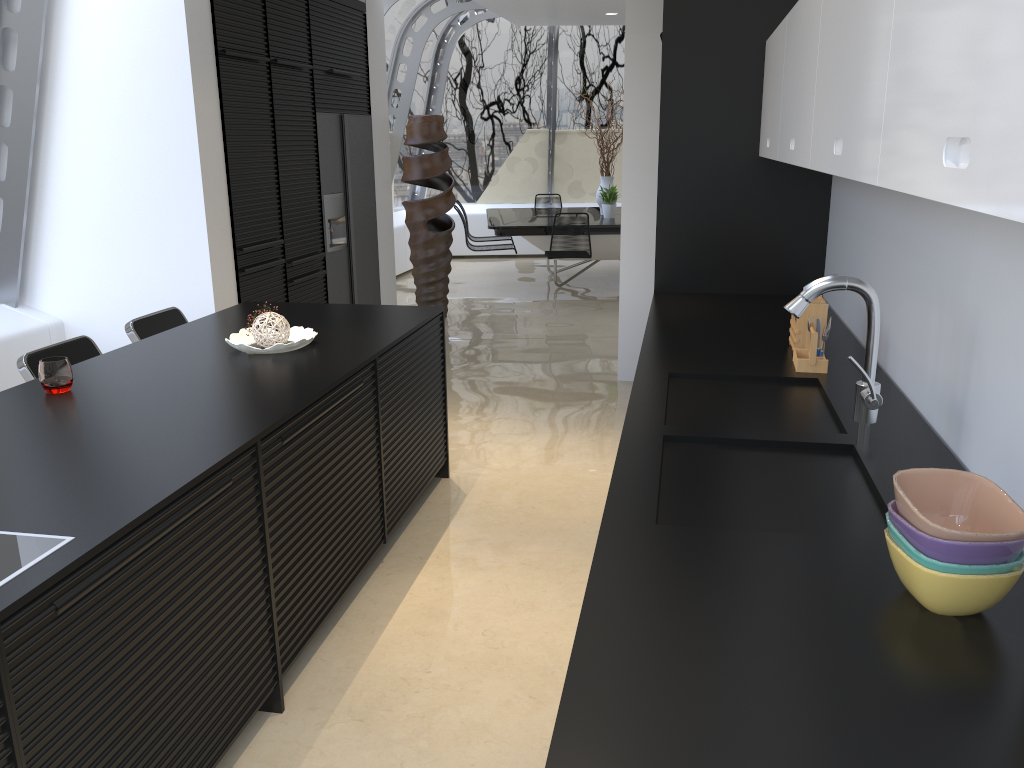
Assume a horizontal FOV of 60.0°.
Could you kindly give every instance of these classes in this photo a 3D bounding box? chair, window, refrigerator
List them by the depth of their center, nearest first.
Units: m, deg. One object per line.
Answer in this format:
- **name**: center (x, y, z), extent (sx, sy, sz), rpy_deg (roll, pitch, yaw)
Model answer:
- **chair**: center (-1.588, 0.263, 3.540), extent (0.460, 0.857, 0.418), rpy_deg (3, 16, 12)
- **chair**: center (-1.453, 0.092, 4.155), extent (0.460, 0.857, 0.418), rpy_deg (3, 16, 12)
- **window**: center (4.159, -1.404, 5.580), extent (16.171, 3.674, 16.693), rpy_deg (0, 15, 4)
- **refrigerator**: center (-1.302, -1.134, 6.722), extent (0.234, 1.742, 1.006), rpy_deg (2, 16, 11)
- **chair**: center (0.579, -1.518, 9.074), extent (0.446, 0.519, 0.688), rpy_deg (-1, 15, -2)
- **chair**: center (-0.294, -1.721, 9.846), extent (0.688, 0.519, 0.446), rpy_deg (-1, 15, -2)
- **chair**: center (-0.327, -1.966, 10.738), extent (0.688, 0.519, 0.446), rpy_deg (-1, 15, -2)
- **chair**: center (0.490, -2.184, 11.499), extent (0.446, 0.519, 0.688), rpy_deg (-1, 15, -2)

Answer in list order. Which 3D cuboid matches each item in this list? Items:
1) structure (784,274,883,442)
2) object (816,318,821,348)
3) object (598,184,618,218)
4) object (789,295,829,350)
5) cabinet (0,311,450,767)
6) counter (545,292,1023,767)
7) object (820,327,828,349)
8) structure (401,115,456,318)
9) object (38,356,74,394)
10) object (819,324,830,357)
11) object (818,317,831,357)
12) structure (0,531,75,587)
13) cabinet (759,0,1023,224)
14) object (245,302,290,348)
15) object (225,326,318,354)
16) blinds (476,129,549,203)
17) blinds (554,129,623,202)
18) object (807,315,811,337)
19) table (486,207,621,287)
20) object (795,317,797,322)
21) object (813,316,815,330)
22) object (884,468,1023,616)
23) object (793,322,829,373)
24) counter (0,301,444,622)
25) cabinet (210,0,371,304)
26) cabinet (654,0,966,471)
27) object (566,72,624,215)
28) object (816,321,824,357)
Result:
- **structure**: center (0.798, -0.004, 2.217), extent (0.248, 0.536, 0.115), rpy_deg (2, 16, 9)
- **object**: center (1.031, -0.130, 3.005), extent (0.019, 0.196, 0.022), rpy_deg (-1, 15, 0)
- **object**: center (1.076, -2.028, 9.829), extent (0.284, 0.369, 0.215), rpy_deg (10, 19, 35)
- **object**: center (1.070, -0.199, 3.210), extent (0.104, 0.223, 0.200), rpy_deg (3, 16, 11)
- **cabinet**: center (-1.166, 0.535, 2.575), extent (1.007, 0.838, 3.800), rpy_deg (2, 16, 11)
- **counter**: center (0.761, 0.052, 2.654), extent (0.804, 0.025, 3.738), rpy_deg (2, 16, 11)
- **object**: center (1.060, -0.128, 3.034), extent (0.044, 0.178, 0.019), rpy_deg (-2, 15, -3)
- **structure**: center (-0.760, -1.509, 8.146), extent (0.493, 1.843, 0.498), rpy_deg (2, 16, 9)
- **object**: center (-1.432, -0.027, 2.786), extent (0.095, 0.106, 0.095), rpy_deg (2, 16, 9)
- **object**: center (1.048, -0.118, 2.999), extent (0.019, 0.178, 0.044), rpy_deg (-7, 17, -22)
- **object**: center (1.065, -0.137, 3.017), extent (0.040, 0.192, 0.042), rpy_deg (-14, 20, -40)
- **structure**: center (-1.199, 0.395, 1.507), extent (0.562, 0.041, 0.640), rpy_deg (2, 16, 11)
- **cabinet**: center (0.990, -0.837, 2.361), extent (0.343, 0.515, 3.741), rpy_deg (2, 16, 11)
- **object**: center (-0.916, -0.220, 3.375), extent (0.190, 0.191, 0.165), rpy_deg (12, 20, 38)
- **object**: center (-0.913, -0.158, 3.380), extent (0.334, 0.078, 0.329), rpy_deg (-1, 15, -2)
- **blinds**: center (-0.407, -2.559, 12.772), extent (1.829, 2.118, 0.663), rpy_deg (-1, 15, -2)
- **blinds**: center (1.313, -3.061, 12.529), extent (1.430, 1.027, 0.329), rpy_deg (-1, 15, -2)
- **object**: center (1.017, -0.139, 3.027), extent (0.040, 0.192, 0.042), rpy_deg (-13, 20, -39)
- **table**: center (1.227, -1.599, 10.388), extent (3.031, 0.759, 2.494), rpy_deg (-1, 15, -2)
- **object**: center (1.025, -0.184, 3.188), extent (0.040, 0.192, 0.042), rpy_deg (-9, 17, -27)
- **object**: center (1.026, -0.132, 3.015), extent (0.020, 0.196, 0.018), rpy_deg (5, 16, 21)
- **object**: center (0.724, 0.268, 1.456), extent (0.185, 0.205, 0.205), rpy_deg (-1, 15, -1)
- **object**: center (1.006, -0.109, 2.986), extent (0.100, 0.170, 0.173), rpy_deg (3, 16, 13)
- **counter**: center (-1.171, 0.122, 2.461), extent (1.006, 0.018, 3.800), rpy_deg (2, 16, 11)
- **cabinet**: center (-1.720, -1.319, 6.129), extent (0.831, 2.558, 2.252), rpy_deg (3, 16, 12)
- **cabinet**: center (0.890, -0.719, 3.164), extent (0.831, 2.901, 5.157), rpy_deg (2, 16, 11)
- **object**: center (1.179, -2.664, 9.909), extent (1.135, 1.549, 1.031), rpy_deg (-3, 16, -9)
- **object**: center (1.046, -0.134, 3.021), extent (0.023, 0.196, 0.018), rpy_deg (1, 15, 6)
